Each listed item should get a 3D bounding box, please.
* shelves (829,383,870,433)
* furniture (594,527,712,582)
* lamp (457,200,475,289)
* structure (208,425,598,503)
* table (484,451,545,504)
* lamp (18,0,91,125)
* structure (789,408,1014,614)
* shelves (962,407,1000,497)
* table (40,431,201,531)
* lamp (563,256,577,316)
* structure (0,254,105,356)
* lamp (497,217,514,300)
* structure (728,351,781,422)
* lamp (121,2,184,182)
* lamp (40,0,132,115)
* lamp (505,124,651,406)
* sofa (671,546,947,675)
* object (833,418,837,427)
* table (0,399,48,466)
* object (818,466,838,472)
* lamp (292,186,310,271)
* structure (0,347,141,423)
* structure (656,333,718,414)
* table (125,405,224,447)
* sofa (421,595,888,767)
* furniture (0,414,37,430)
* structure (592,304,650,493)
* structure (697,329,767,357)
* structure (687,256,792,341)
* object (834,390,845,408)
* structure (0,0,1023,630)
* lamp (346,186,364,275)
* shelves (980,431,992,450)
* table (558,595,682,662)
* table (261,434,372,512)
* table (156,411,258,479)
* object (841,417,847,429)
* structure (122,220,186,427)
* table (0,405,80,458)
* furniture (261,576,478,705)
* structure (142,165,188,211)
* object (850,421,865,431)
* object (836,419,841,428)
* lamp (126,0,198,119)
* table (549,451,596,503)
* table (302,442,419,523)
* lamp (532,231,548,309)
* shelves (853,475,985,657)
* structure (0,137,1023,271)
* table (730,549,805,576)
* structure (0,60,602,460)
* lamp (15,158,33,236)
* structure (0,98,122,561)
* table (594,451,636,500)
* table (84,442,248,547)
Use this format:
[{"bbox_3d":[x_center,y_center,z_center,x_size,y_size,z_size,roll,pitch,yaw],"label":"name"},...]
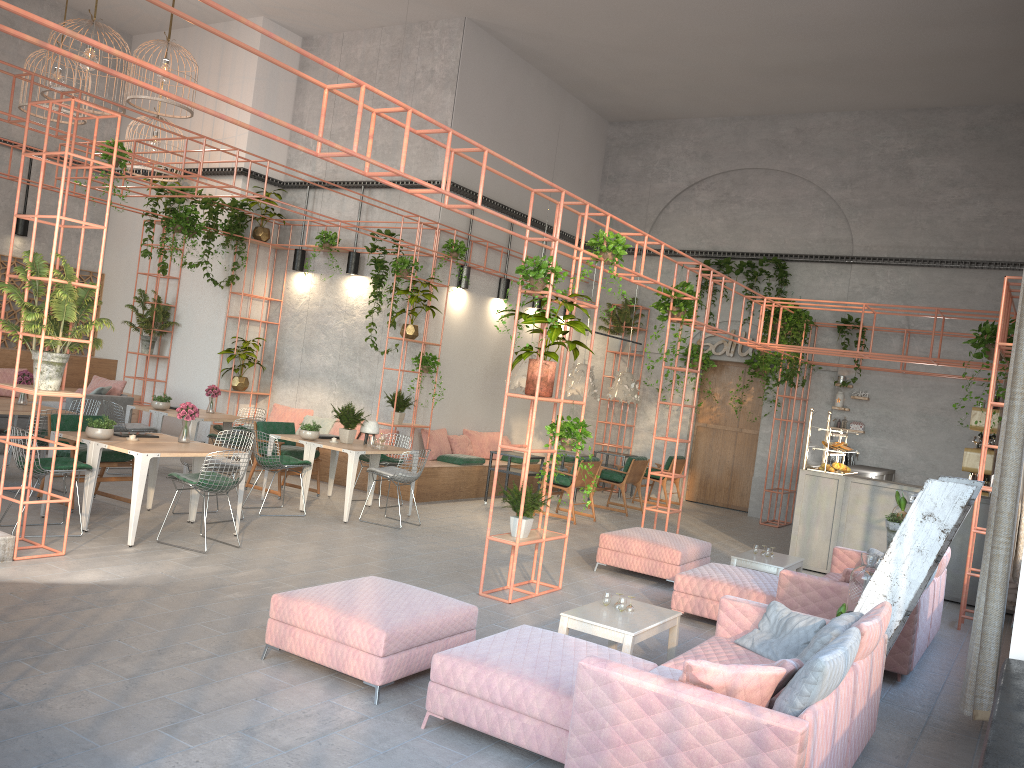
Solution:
[{"bbox_3d":[5.750,0.412,15.094,0.560,0.790,0.186,8,0,32],"label":"shelves"},{"bbox_3d":[1.528,1.828,9.485,0.941,0.446,0.976,8,0,31],"label":"furniture"},{"bbox_3d":[-0.700,-2.242,14.206,0.185,1.425,0.179,8,0,31],"label":"lamp"},{"bbox_3d":[-1.661,1.353,16.034,4.386,0.500,5.831,8,0,32],"label":"structure"},{"bbox_3d":[0.030,1.441,13.248,0.635,0.798,0.602,8,0,32],"label":"table"},{"bbox_3d":[-6.407,-5.600,12.800,0.883,3.476,0.883,7,0,-6],"label":"lamp"},{"bbox_3d":[5.732,1.566,12.195,2.579,2.022,4.057,8,0,32],"label":"structure"},{"bbox_3d":[6.092,1.248,11.537,0.328,1.838,1.750,8,0,32],"label":"shelves"},{"bbox_3d":[-3.845,0.936,8.781,0.694,0.830,1.205,8,0,32],"label":"table"},{"bbox_3d":[1.177,-2.012,17.286,0.185,1.425,0.179,8,0,31],"label":"lamp"},{"bbox_3d":[-9.896,-1.275,12.944,0.132,2.103,9.782,8,0,32],"label":"structure"},{"bbox_3d":[-0.072,-2.165,15.236,0.185,1.425,0.179,8,0,31],"label":"lamp"},{"bbox_3d":[4.516,-0.053,16.120,0.950,1.527,0.921,8,0,30],"label":"structure"},{"bbox_3d":[-5.570,-5.076,14.222,0.883,3.476,0.883,7,0,-6],"label":"lamp"},{"bbox_3d":[-4.687,-4.940,10.165,0.883,3.476,0.883,7,0,-6],"label":"lamp"},{"bbox_3d":[1.388,-1.752,14.772,0.704,4.052,4.456,8,0,32],"label":"lamp"},{"bbox_3d":[2.712,1.882,7.995,1.960,0.672,2.219,8,0,32],"label":"sofa"},{"bbox_3d":[5.553,0.663,15.229,0.092,0.164,0.055,7,0,-40],"label":"object"},{"bbox_3d":[-6.217,0.604,10.309,0.694,0.830,1.205,8,0,32],"label":"table"},{"bbox_3d":[4.107,1.099,11.527,0.243,0.062,0.091,8,0,25],"label":"object"},{"bbox_3d":[-3.503,-2.612,14.884,0.179,1.425,0.185,8,0,31],"label":"lamp"},{"bbox_3d":[-8.776,-0.065,11.821,3.396,1.111,9.152,8,0,32],"label":"structure"},{"bbox_3d":[3.381,-0.226,16.774,0.950,1.527,0.921,7,0,-25],"label":"structure"},{"bbox_3d":[-4.797,0.778,12.640,0.694,0.830,1.205,8,0,32],"label":"table"},{"bbox_3d":[0.877,1.657,4.982,1.960,0.672,2.219,8,0,32],"label":"sofa"},{"bbox_3d":[-7.395,0.442,12.460,0.941,0.446,0.975,8,0,31],"label":"furniture"},{"bbox_3d":[2.078,0.273,17.193,0.630,3.597,0.430,8,0,32],"label":"structure"},{"bbox_3d":[4.034,-0.755,16.353,1.312,0.505,0.063,8,0,32],"label":"structure"},{"bbox_3d":[4.092,-1.592,16.255,1.939,1.514,0.856,8,0,26],"label":"structure"},{"bbox_3d":[5.620,0.232,15.201,0.145,0.336,0.136,7,0,-44],"label":"object"},{"bbox_3d":[2.562,0.357,8.697,4.157,4.247,14.689,8,0,32],"label":"structure"},{"bbox_3d":[-2.482,-2.475,14.251,0.179,1.425,0.185,8,0,31],"label":"lamp"},{"bbox_3d":[7.088,1.371,13.173,0.328,1.838,1.750,8,0,32],"label":"shelves"},{"bbox_3d":[0.711,1.742,5.888,0.520,0.455,0.916,8,0,32],"label":"table"},{"bbox_3d":[-2.412,1.098,11.163,0.694,0.830,1.205,8,0,32],"label":"table"},{"bbox_3d":[-4.206,0.858,12.279,0.694,0.830,1.214,8,0,32],"label":"table"},{"bbox_3d":[5.676,0.659,15.139,0.081,0.204,0.081,8,0,32],"label":"object"},{"bbox_3d":[-6.217,-1.009,15.316,0.624,3.596,0.424,8,0,32],"label":"structure"},{"bbox_3d":[-5.629,0.683,9.949,0.694,0.830,1.214,8,0,32],"label":"table"},{"bbox_3d":[-0.861,1.536,5.566,0.941,0.446,0.976,8,0,31],"label":"furniture"},{"bbox_3d":[-5.927,-3.335,15.147,0.903,0.803,0.934,7,0,3],"label":"structure"},{"bbox_3d":[5.854,0.716,15.027,0.219,0.149,0.129,8,0,32],"label":"object"},{"bbox_3d":[5.596,0.675,15.177,0.063,0.151,0.063,8,0,18],"label":"object"},{"bbox_3d":[-4.722,-5.598,12.469,0.883,3.476,0.883,7,0,-6],"label":"lamp"},{"bbox_3d":[0.941,1.552,14.743,0.635,0.798,0.602,8,0,32],"label":"table"},{"bbox_3d":[-1.822,1.177,10.802,0.694,0.830,1.214,8,0,32],"label":"table"},{"bbox_3d":[0.549,-2.089,16.256,0.185,1.425,0.179,8,0,31],"label":"lamp"},{"bbox_3d":[2.643,1.412,6.099,0.856,1.618,0.842,8,0,31],"label":"shelves"},{"bbox_3d":[-1.655,-3.096,11.193,15.603,0.110,15.203,8,0,32],"label":"structure"},{"bbox_3d":[2.547,1.963,8.900,0.520,0.455,0.916,8,0,32],"label":"table"},{"bbox_3d":[-2.914,-0.949,14.000,4.501,4.345,14.096,8,0,30],"label":"structure"},{"bbox_3d":[-8.230,-3.225,15.034,0.185,1.436,0.179,8,0,31],"label":"lamp"},{"bbox_3d":[-3.760,-0.442,7.168,0.624,3.602,0.424,8,0,32],"label":"structure"},{"bbox_3d":[1.852,1.664,16.239,0.635,0.798,0.602,8,0,32],"label":"table"},{"bbox_3d":[-3.254,1.014,8.420,0.694,0.830,1.214,8,0,32],"label":"table"}]
